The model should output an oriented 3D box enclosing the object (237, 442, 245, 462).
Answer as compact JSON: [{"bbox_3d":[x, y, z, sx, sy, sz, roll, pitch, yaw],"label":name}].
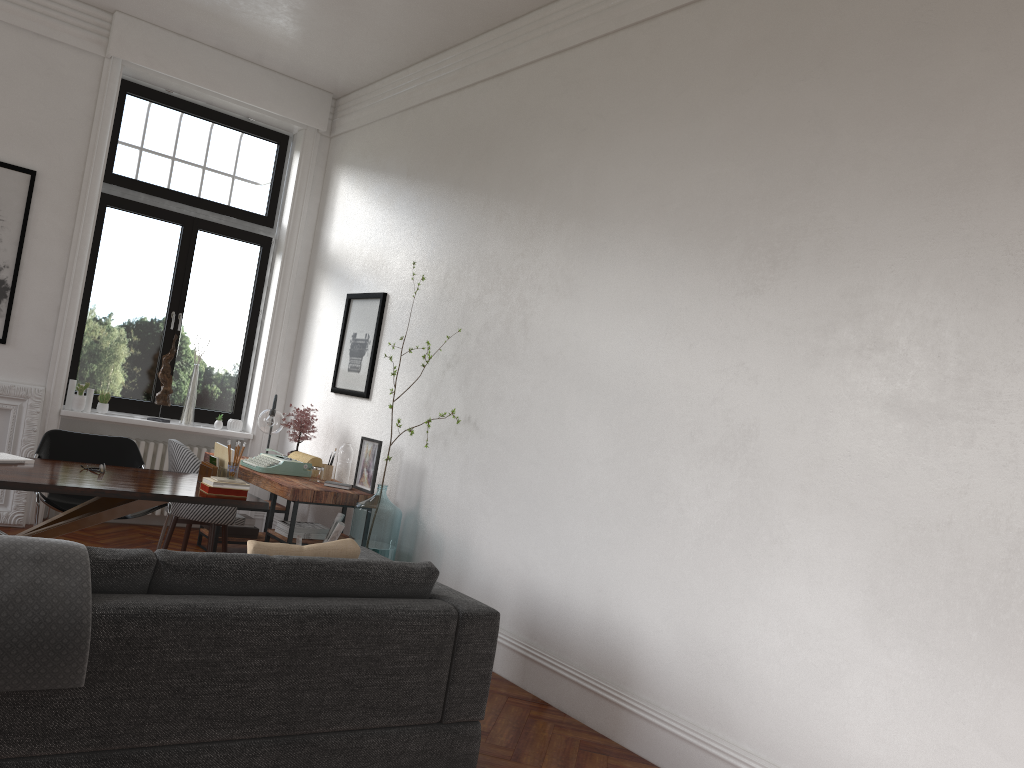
[{"bbox_3d":[-1.513,0.416,4.914,0.038,0.195,0.008,10,-1,-10],"label":"object"}]

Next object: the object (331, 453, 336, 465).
[{"bbox_3d":[-1.333,0.605,6.523,0.054,0.207,0.008,9,-1,37],"label":"object"}]

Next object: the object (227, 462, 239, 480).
[{"bbox_3d":[-1.545,0.479,4.897,0.058,0.091,0.058,8,-2,41],"label":"object"}]

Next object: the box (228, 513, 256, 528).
[{"bbox_3d":[-2.216,1.082,7.075,0.256,0.066,0.237,11,-3,-36],"label":"box"}]

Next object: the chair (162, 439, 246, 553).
[{"bbox_3d":[-2.191,0.864,6.217,0.548,0.899,0.715,11,-2,-44],"label":"chair"}]

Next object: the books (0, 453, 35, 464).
[{"bbox_3d":[-2.716,0.388,4.644,0.230,0.026,0.326,9,-2,19],"label":"books"}]

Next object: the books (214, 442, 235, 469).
[{"bbox_3d":[-1.679,0.474,5.158,0.043,0.239,0.309,10,-2,-36],"label":"books"}]

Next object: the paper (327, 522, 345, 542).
[{"bbox_3d":[-1.217,1.138,5.550,0.329,0.609,0.047,9,-1,34],"label":"paper"}]

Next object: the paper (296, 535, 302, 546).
[{"bbox_3d":[-1.359,1.191,5.589,0.073,0.478,0.033,10,-1,1],"label":"paper"}]

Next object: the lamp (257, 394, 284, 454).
[{"bbox_3d":[-1.947,0.354,7.141,0.208,0.549,0.441,10,-2,-13],"label":"lamp"}]

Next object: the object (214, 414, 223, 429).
[{"bbox_3d":[-2.555,0.327,7.736,0.072,0.134,0.072,10,-1,-11],"label":"object"}]

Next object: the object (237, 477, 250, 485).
[{"bbox_3d":[-2.181,0.810,7.065,0.173,0.110,0.173,10,-2,0],"label":"object"}]

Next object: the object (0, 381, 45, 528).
[{"bbox_3d":[-3.951,0.490,6.495,0.831,1.062,0.233,11,-2,-36],"label":"object"}]

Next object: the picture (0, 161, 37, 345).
[{"bbox_3d":[-4.035,-1.017,6.393,0.884,1.323,0.035,11,-1,-36],"label":"picture"}]

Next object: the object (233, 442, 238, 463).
[{"bbox_3d":[-1.525,0.414,4.871,0.008,0.193,0.049,10,-1,-12],"label":"object"}]

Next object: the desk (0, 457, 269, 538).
[{"bbox_3d":[-2.544,0.801,4.512,2.230,0.751,1.028,11,-2,-36],"label":"desk"}]

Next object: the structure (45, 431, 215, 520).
[{"bbox_3d":[-3.119,0.869,7.549,1.456,0.778,0.225,11,-2,-36],"label":"structure"}]

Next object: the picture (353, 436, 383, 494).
[{"bbox_3d":[-1.009,0.564,6.189,0.023,0.369,0.282,10,-2,-36],"label":"picture"}]

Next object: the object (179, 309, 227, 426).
[{"bbox_3d":[-2.647,-0.156,7.598,0.296,1.053,0.289,10,-1,-33],"label":"object"}]

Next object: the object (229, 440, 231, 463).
[{"bbox_3d":[-1.560,0.409,4.908,0.049,0.193,0.008,9,-1,23],"label":"object"}]

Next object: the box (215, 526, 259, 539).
[{"bbox_3d":[-2.226,1.158,7.071,0.318,0.082,0.296,11,-3,-36],"label":"box"}]

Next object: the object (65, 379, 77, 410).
[{"bbox_3d":[-3.527,0.084,7.084,0.051,0.238,0.051,10,-1,-1],"label":"object"}]

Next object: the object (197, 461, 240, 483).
[{"bbox_3d":[-1.695,0.504,5.117,0.150,0.166,0.228,11,-2,-36],"label":"object"}]

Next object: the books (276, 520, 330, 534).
[{"bbox_3d":[-1.395,0.966,5.964,0.309,0.038,0.225,11,-3,-36],"label":"books"}]

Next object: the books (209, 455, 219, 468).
[{"bbox_3d":[-1.730,0.499,5.148,0.041,0.157,0.128,10,-2,-36],"label":"books"}]

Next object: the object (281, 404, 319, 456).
[{"bbox_3d":[-1.689,0.402,7.017,0.289,0.528,0.308,9,-1,9],"label":"object"}]

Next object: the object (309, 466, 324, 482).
[{"bbox_3d":[-1.392,0.642,6.320,0.093,0.101,0.093,11,-2,-45],"label":"object"}]

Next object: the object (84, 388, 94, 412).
[{"bbox_3d":[-3.401,0.132,7.127,0.051,0.188,0.051,10,-1,-1],"label":"object"}]

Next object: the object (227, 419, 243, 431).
[{"bbox_3d":[-2.471,0.366,7.905,0.132,0.097,0.135,9,-2,24],"label":"object"}]

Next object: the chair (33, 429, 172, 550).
[{"bbox_3d":[-2.591,0.773,5.461,0.754,0.872,0.744,11,-2,-36],"label":"chair"}]

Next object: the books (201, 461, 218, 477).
[{"bbox_3d":[-1.745,0.517,5.087,0.029,0.124,0.221,10,-2,-36],"label":"books"}]

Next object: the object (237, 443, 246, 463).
[{"bbox_3d":[-1.508,0.417,4.904,0.044,0.194,0.008,10,-1,-6],"label":"object"}]

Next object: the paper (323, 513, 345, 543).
[{"bbox_3d":[-1.261,1.139,5.748,0.294,0.625,0.047,11,-2,-44],"label":"paper"}]

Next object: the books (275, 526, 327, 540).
[{"bbox_3d":[-1.404,1.000,5.951,0.309,0.038,0.225,11,-3,-37],"label":"books"}]

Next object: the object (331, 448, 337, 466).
[{"bbox_3d":[-1.328,0.590,6.537,0.028,0.239,0.023,10,-1,-39],"label":"object"}]

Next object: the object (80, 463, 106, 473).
[{"bbox_3d":[-2.284,0.457,4.888,0.132,0.047,0.114,9,-2,17],"label":"object"}]

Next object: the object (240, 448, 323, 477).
[{"bbox_3d":[-1.732,0.566,6.586,0.485,0.149,0.534,11,-3,-38],"label":"object"}]

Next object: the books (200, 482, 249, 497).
[{"bbox_3d":[-1.570,0.576,4.834,0.216,0.040,0.159,11,-3,-34],"label":"books"}]

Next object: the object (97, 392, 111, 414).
[{"bbox_3d":[-3.331,0.150,7.240,0.097,0.185,0.099,10,-1,-13],"label":"object"}]

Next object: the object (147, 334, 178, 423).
[{"bbox_3d":[-2.907,-0.053,7.451,0.165,0.753,0.143,9,-1,6],"label":"object"}]

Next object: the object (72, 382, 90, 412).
[{"bbox_3d":[-3.423,0.097,7.030,0.098,0.244,0.103,9,-1,31],"label":"object"}]

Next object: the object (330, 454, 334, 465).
[{"bbox_3d":[-1.344,0.605,6.544,0.008,0.207,0.054,9,-1,41],"label":"object"}]

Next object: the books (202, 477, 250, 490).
[{"bbox_3d":[-1.560,0.544,4.843,0.208,0.028,0.164,11,-3,-38],"label":"books"}]

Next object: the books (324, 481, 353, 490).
[{"bbox_3d":[-1.222,0.700,6.163,0.213,0.031,0.129,10,-2,1],"label":"books"}]

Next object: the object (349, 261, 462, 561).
[{"bbox_3d":[-0.613,0.215,5.702,0.806,2.057,0.354,9,-1,35],"label":"object"}]

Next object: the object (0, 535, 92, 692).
[{"bbox_3d":[-1.639,0.639,2.546,0.753,0.387,0.399,11,-2,-36],"label":"object"}]

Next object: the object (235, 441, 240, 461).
[{"bbox_3d":[-1.537,0.412,4.924,0.008,0.195,0.032,9,-1,8],"label":"object"}]

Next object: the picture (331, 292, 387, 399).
[{"bbox_3d":[-1.204,-0.311,6.959,0.050,0.815,0.633,10,-2,-36],"label":"picture"}]

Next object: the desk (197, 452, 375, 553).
[{"bbox_3d":[-1.745,1.029,6.580,0.648,0.757,1.796,11,-2,-36],"label":"desk"}]

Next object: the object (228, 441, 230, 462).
[{"bbox_3d":[-1.557,0.409,4.882,0.049,0.193,0.008,10,-1,-32],"label":"object"}]

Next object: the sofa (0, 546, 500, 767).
[{"bbox_3d":[-1.489,0.937,3.289,2.650,0.828,1.260,11,-2,-36],"label":"sofa"}]

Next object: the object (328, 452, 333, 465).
[{"bbox_3d":[-1.356,0.602,6.541,0.008,0.207,0.054,9,-1,19],"label":"object"}]

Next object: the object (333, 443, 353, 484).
[{"bbox_3d":[-1.204,0.573,6.343,0.111,0.302,0.112,10,-1,0],"label":"object"}]

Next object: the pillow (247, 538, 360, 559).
[{"bbox_3d":[-0.871,0.823,3.525,0.487,0.460,0.225,11,-2,-37],"label":"pillow"}]

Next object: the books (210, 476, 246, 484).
[{"bbox_3d":[-1.554,0.526,4.859,0.159,0.008,0.128,11,-3,-35],"label":"books"}]

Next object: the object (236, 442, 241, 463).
[{"bbox_3d":[-1.514,0.414,4.880,0.008,0.195,0.036,10,-1,-24],"label":"object"}]

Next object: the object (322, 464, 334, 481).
[{"bbox_3d":[-1.363,0.650,6.521,0.058,0.113,0.075,11,-2,-36],"label":"object"}]

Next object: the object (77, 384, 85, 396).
[{"bbox_3d":[-3.465,0.108,7.107,0.051,0.213,0.051,10,-1,-1],"label":"object"}]
